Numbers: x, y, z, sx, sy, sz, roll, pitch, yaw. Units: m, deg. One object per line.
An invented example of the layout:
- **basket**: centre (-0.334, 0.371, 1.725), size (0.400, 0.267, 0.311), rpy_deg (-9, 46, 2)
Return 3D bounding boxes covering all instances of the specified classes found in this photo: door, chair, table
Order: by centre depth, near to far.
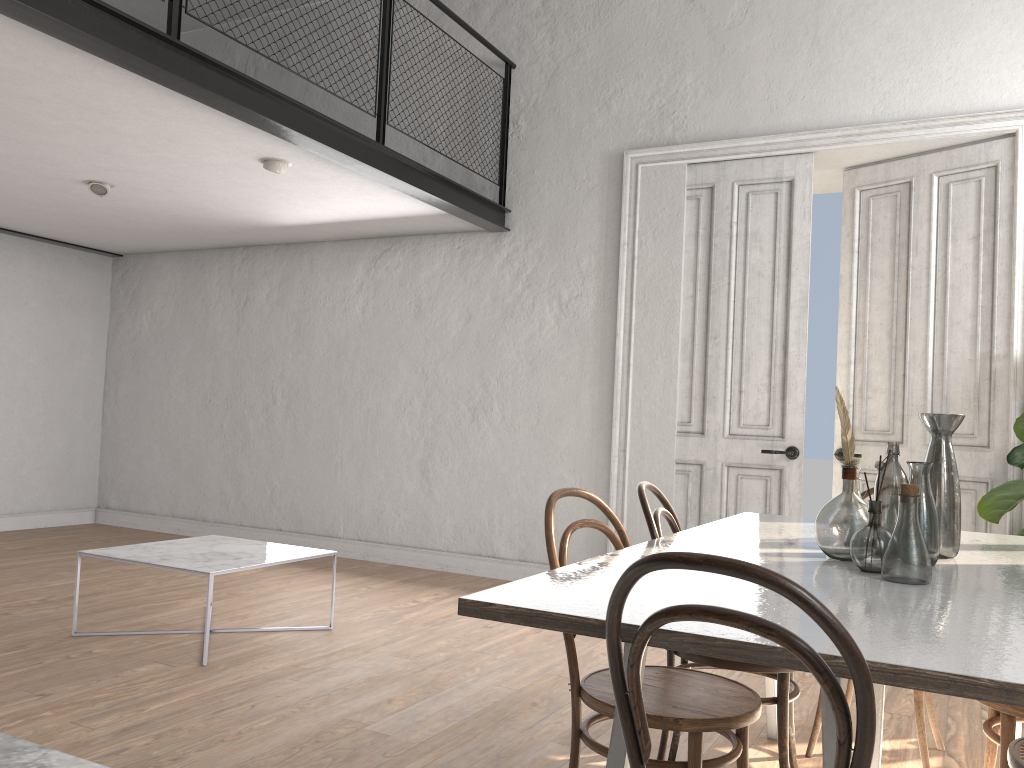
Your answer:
- **chair**: centre (0.399, 0.706, 1.396), size (0.438, 0.920, 0.549), rpy_deg (1, -3, 40)
- **chair**: centre (1.282, 0.763, 1.731), size (0.549, 0.920, 0.438), rpy_deg (1, -3, 34)
- **chair**: centre (0.343, 0.740, 2.211), size (0.549, 0.920, 0.438), rpy_deg (1, -3, 38)
- **table**: centre (0.881, 0.836, 2.236), size (1.100, 0.779, 2.201), rpy_deg (1, -3, 27)
- **chair**: centre (1.474, 0.796, 2.276), size (0.549, 0.920, 0.438), rpy_deg (2, -2, 25)
- **chair**: centre (0.643, 0.777, 2.714), size (0.549, 0.920, 0.438), rpy_deg (2, -2, 23)
- **chair**: centre (1.310, 0.826, 3.115), size (0.438, 0.920, 0.549), rpy_deg (1, -3, 36)
- **table**: centre (-1.469, 1.011, 4.319), size (0.849, 0.392, 0.849), rpy_deg (1, -3, 27)
- **door**: centre (2.407, 0.021, 5.239), size (0.216, 2.813, 1.097), rpy_deg (4, -3, -38)
- **door**: centre (1.299, -0.014, 5.624), size (1.097, 2.813, 0.216), rpy_deg (2, -2, 29)

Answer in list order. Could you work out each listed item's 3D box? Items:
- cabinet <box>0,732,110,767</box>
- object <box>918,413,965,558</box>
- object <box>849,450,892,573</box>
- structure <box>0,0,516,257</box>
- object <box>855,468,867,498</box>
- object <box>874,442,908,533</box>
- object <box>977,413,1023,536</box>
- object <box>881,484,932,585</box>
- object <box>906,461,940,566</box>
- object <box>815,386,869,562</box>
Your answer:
- **cabinet**: centre (-0.918, -0.732, 0.424), size (3.250, 3.582, 0.635), rpy_deg (1, -2, 27)
- **object**: centre (1.155, 0.273, 2.397), size (0.116, 0.382, 0.116), rpy_deg (1, -3, 39)
- **object**: centre (0.844, 0.294, 2.062), size (0.106, 0.283, 0.107), rpy_deg (2, -2, 22)
- **structure**: centre (-3.185, -1.914, 4.647), size (4.157, 1.212, 5.929), rpy_deg (1, -3, 27)
- **object**: centre (1.016, 0.360, 2.654), size (0.132, 0.219, 0.132), rpy_deg (2, -2, 17)
- **object**: centre (1.009, 0.305, 2.359), size (0.086, 0.301, 0.086), rpy_deg (2, -2, 13)
- **object**: centre (1.370, 0.325, 2.222), size (0.792, 1.842, 5.829), rpy_deg (1, -3, 32)
- **object**: centre (0.864, 0.324, 1.937), size (0.101, 0.211, 0.101), rpy_deg (4, -2, -23)
- **object**: centre (1.020, 0.323, 2.225), size (0.100, 0.255, 0.098), rpy_deg (3, -2, 4)
- **object**: centre (0.855, 0.221, 2.250), size (0.157, 0.446, 0.157), rpy_deg (5, -3, -45)
